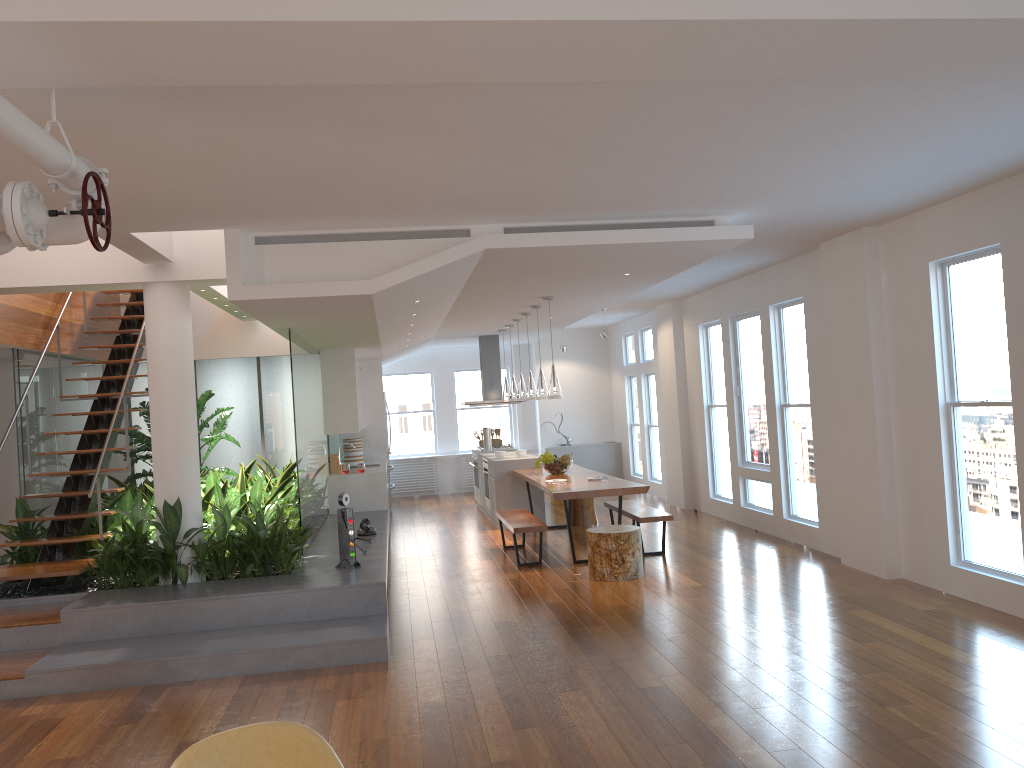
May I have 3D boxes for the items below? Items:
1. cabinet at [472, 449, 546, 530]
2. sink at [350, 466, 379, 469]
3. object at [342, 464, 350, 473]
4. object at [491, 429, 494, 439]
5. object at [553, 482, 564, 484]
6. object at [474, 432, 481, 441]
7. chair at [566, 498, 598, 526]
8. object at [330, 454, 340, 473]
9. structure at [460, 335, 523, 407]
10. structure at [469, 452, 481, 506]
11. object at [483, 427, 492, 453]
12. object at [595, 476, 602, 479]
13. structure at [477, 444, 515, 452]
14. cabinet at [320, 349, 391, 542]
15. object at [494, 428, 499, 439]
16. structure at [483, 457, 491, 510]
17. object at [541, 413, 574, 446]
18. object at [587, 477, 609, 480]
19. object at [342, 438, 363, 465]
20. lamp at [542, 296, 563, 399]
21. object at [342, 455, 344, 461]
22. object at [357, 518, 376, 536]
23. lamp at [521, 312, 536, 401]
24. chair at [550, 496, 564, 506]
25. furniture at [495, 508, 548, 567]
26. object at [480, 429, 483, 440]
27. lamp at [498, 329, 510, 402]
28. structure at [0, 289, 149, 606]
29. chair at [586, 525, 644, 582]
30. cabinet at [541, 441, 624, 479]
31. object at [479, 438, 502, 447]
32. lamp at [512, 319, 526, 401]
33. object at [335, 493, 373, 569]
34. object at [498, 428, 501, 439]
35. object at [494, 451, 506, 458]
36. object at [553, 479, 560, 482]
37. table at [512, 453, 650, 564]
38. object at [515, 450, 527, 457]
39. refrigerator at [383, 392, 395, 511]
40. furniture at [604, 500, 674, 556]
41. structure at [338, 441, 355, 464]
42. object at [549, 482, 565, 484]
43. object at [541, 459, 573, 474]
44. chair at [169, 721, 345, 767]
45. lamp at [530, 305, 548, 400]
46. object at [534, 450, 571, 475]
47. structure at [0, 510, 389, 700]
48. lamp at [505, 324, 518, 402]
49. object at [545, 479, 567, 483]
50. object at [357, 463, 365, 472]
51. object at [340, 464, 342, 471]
[{"bbox_3d":[-0.101,1.369,12.207,0.597,0.832,2.936,-3,-1,-8],"label":"cabinet"},{"bbox_3d":[-1.936,1.194,11.519,0.449,0.192,0.666,-3,-1,-8],"label":"sink"},{"bbox_3d":[-1.971,1.004,10.523,0.094,0.106,0.094,-4,-1,-2],"label":"object"},{"bbox_3d":[-0.295,0.833,13.564,0.057,0.299,0.019,-3,-1,-8],"label":"object"},{"bbox_3d":[0.447,0.975,8.738,0.149,0.014,0.044,-3,-1,-9],"label":"object"},{"bbox_3d":[-0.484,0.861,13.556,0.199,0.259,0.016,-4,-1,3],"label":"object"},{"bbox_3d":[0.837,1.478,10.792,0.396,0.455,0.402,-3,-1,-18],"label":"chair"},{"bbox_3d":[-2.151,0.966,10.773,0.104,0.222,0.200,-3,-1,-8],"label":"object"},{"bbox_3d":[-0.327,-0.384,13.126,0.909,1.405,0.900,-3,-1,-8],"label":"structure"},{"bbox_3d":[-0.264,1.371,13.102,0.649,0.735,0.890,-3,-1,-8],"label":"structure"},{"bbox_3d":[-0.339,0.799,12.657,0.120,0.356,0.172,-5,-1,40],"label":"object"},{"bbox_3d":[0.866,0.942,8.883,0.079,0.030,0.070,-4,-1,36],"label":"object"},{"bbox_3d":[-0.250,0.944,13.127,0.520,0.073,0.650,-3,-1,-8],"label":"structure"},{"bbox_3d":[-2.124,0.792,12.547,0.676,2.280,4.565,-3,-1,-8],"label":"cabinet"},{"bbox_3d":[-0.232,0.829,13.576,0.068,0.298,0.039,-3,-1,-8],"label":"object"},{"bbox_3d":[-0.323,1.304,11.671,0.072,0.648,0.644,-3,-1,-8],"label":"structure"},{"bbox_3d":[0.778,0.768,14.975,0.590,0.563,0.210,-3,-1,-37],"label":"object"},{"bbox_3d":[0.866,0.948,8.883,0.222,0.020,0.222,-3,-1,-16],"label":"object"},{"bbox_3d":[-2.169,0.927,12.083,0.267,0.356,0.266,-4,-1,18],"label":"object"},{"bbox_3d":[0.386,-0.385,8.591,0.160,1.060,0.160,-4,-1,19],"label":"lamp"},{"bbox_3d":[-2.249,1.022,12.459,0.265,0.196,0.284,-4,-1,34],"label":"object"},{"bbox_3d":[-1.387,1.344,8.350,0.216,0.155,0.181,-3,-2,-43],"label":"object"},{"bbox_3d":[0.193,-0.345,10.023,0.160,1.060,0.160,-4,-1,19],"label":"lamp"},{"bbox_3d":[0.746,1.532,13.014,0.344,0.430,0.549,-4,-1,-4],"label":"chair"},{"bbox_3d":[0.085,1.517,8.796,0.316,0.389,1.433,-3,-1,-8],"label":"furniture"},{"bbox_3d":[-0.450,0.841,13.564,0.055,0.299,0.027,-3,-1,-8],"label":"object"},{"bbox_3d":[-0.097,-0.285,12.172,0.160,1.060,0.160,-4,-1,19],"label":"lamp"},{"bbox_3d":[-3.095,-0.363,8.658,2.552,4.265,4.591,-3,-1,-8],"label":"structure"},{"bbox_3d":[0.876,1.434,7.553,0.460,0.400,0.460,-4,-1,2],"label":"chair"},{"bbox_3d":[1.192,1.390,15.058,1.309,0.725,0.420,-3,-1,-8],"label":"cabinet"},{"bbox_3d":[-0.326,0.914,13.568,0.353,0.157,0.084,-3,-1,-8],"label":"object"},{"bbox_3d":[0.096,-0.325,10.740,0.160,1.060,0.160,-4,-1,19],"label":"lamp"},{"bbox_3d":[-1.186,1.097,6.651,0.318,0.565,0.134,-4,-1,29],"label":"object"},{"bbox_3d":[-0.198,0.828,13.598,0.057,0.294,0.030,-3,-1,-8],"label":"object"},{"bbox_3d":[-0.150,0.897,11.249,0.152,0.082,0.152,-4,-1,32],"label":"object"},{"bbox_3d":[0.442,0.968,8.873,0.070,0.030,0.079,-3,-2,-44],"label":"object"},{"bbox_3d":[0.421,1.375,10.868,0.893,0.704,5.996,-3,-1,-8],"label":"table"},{"bbox_3d":[0.113,0.879,11.161,0.152,0.082,0.152,-5,-2,43],"label":"object"},{"bbox_3d":[-2.156,1.024,13.286,0.725,1.772,0.908,-3,-1,-8],"label":"refrigerator"},{"bbox_3d":[1.265,1.446,8.957,0.316,0.389,1.433,-3,-1,-8],"label":"furniture"},{"bbox_3d":[-2.145,1.010,11.524,0.248,0.536,0.115,-3,-1,-8],"label":"structure"},{"bbox_3d":[0.444,0.980,8.771,0.164,0.006,0.017,-4,-1,-3],"label":"object"},{"bbox_3d":[0.504,0.926,9.866,0.360,0.159,0.360,-3,-2,-44],"label":"object"},{"bbox_3d":[-0.396,1.246,1.952,0.856,0.752,0.867,-4,-1,-3],"label":"chair"},{"bbox_3d":[0.289,-0.365,9.307,0.160,1.060,0.160,-4,-1,19],"label":"lamp"},{"bbox_3d":[0.473,0.866,9.878,0.394,0.284,0.292,-3,-2,-44],"label":"object"},{"bbox_3d":[-2.667,1.687,7.990,3.088,0.386,5.584,-3,-1,-8],"label":"structure"},{"bbox_3d":[-0.001,-0.305,11.456,0.160,1.060,0.160,-4,-1,19],"label":"lamp"},{"bbox_3d":[0.443,0.974,8.873,0.222,0.020,0.222,-4,-1,33],"label":"object"},{"bbox_3d":[-1.785,0.992,10.501,0.094,0.106,0.094,-4,-1,-2],"label":"object"},{"bbox_3d":[-2.168,0.997,11.020,0.100,0.170,0.173,-3,-1,-6],"label":"object"}]
